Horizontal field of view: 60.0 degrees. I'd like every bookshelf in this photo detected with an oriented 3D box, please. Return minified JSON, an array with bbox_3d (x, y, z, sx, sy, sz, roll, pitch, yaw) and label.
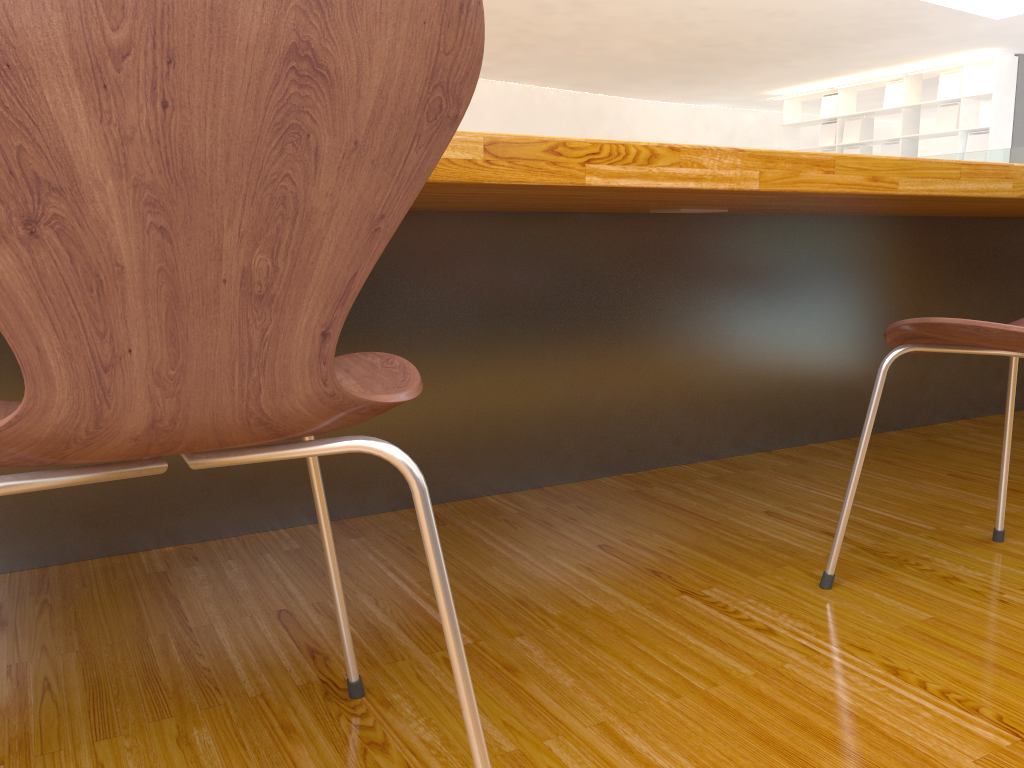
[{"bbox_3d":[4.195,-2.619,10.291,0.498,1.836,2.984,-5,10,-28],"label":"bookshelf"}]

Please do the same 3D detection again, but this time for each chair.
[{"bbox_3d":[-0.267,0.049,0.684,0.428,0.693,0.381,-5,10,-28],"label":"chair"},{"bbox_3d":[0.721,-0.037,1.176,0.428,0.693,0.381,-5,10,-28],"label":"chair"}]

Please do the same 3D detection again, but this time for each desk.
[{"bbox_3d":[0.304,0.114,1.826,3.216,1.022,1.248,-5,10,-28],"label":"desk"}]

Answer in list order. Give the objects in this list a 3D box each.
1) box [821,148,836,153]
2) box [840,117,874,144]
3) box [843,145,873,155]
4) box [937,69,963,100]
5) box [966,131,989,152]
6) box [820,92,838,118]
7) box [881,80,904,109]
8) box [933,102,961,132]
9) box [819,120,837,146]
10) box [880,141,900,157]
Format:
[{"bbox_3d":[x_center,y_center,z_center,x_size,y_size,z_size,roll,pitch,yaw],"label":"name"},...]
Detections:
[{"bbox_3d":[3.936,-2.730,10.897,0.274,0.296,0.245,-5,10,-28],"label":"box"},{"bbox_3d":[4.103,-3.005,10.540,0.274,0.296,0.245,-5,10,-28],"label":"box"},{"bbox_3d":[4.105,-2.682,10.592,0.274,0.296,0.245,-5,10,-28],"label":"box"},{"bbox_3d":[4.697,-3.160,9.415,0.274,0.296,0.245,-5,10,-28],"label":"box"},{"bbox_3d":[4.882,-2.461,9.197,0.274,0.296,0.245,-5,10,-28],"label":"box"},{"bbox_3d":[3.927,-3.379,10.800,0.274,0.296,0.245,-5,10,-28],"label":"box"},{"bbox_3d":[4.369,-3.254,10.001,0.274,0.296,0.245,-5,10,-28],"label":"box"},{"bbox_3d":[4.699,-2.837,9.469,0.274,0.296,0.245,-5,10,-28],"label":"box"},{"bbox_3d":[3.929,-3.056,10.853,0.274,0.296,0.245,-5,10,-28],"label":"box"},{"bbox_3d":[4.364,-2.608,10.126,0.274,0.296,0.245,-5,10,-28],"label":"box"}]
